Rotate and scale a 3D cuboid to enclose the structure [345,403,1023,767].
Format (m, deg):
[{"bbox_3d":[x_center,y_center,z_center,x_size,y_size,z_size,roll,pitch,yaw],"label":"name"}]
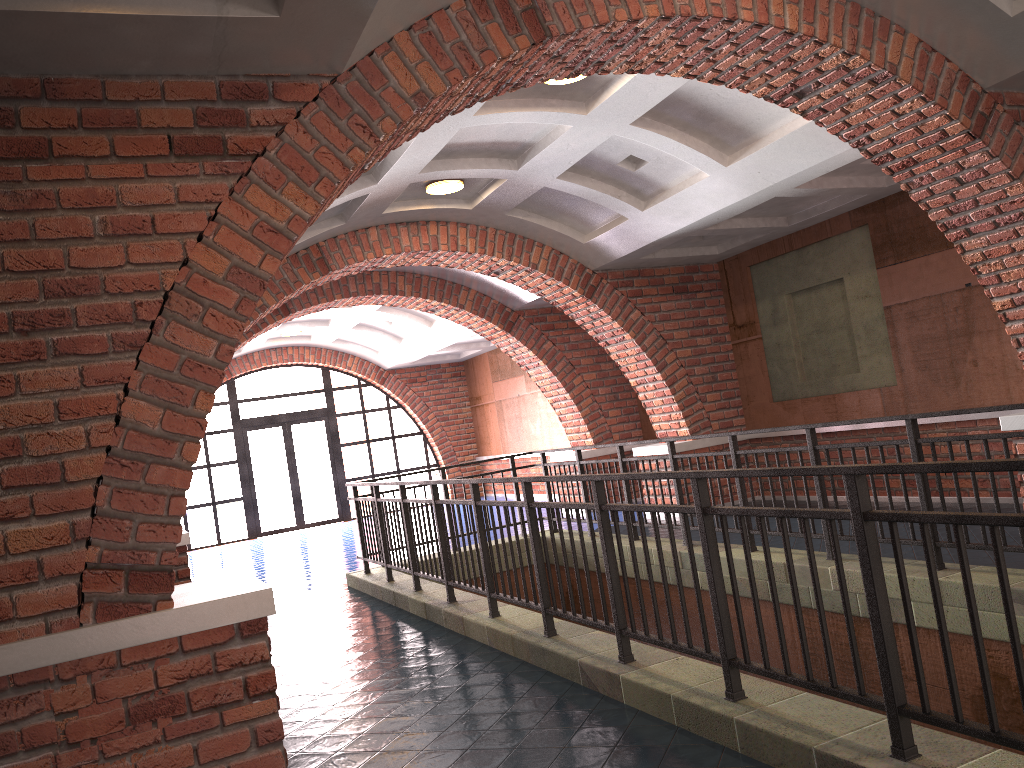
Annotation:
[{"bbox_3d":[1.804,3.119,4.795,2.464,5.665,11.175,-8,-3,-24],"label":"structure"}]

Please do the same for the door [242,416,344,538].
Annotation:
[{"bbox_3d":[-4.478,1.870,18.169,1.754,2.236,0.040,-8,-3,-24],"label":"door"}]

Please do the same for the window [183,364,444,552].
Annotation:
[{"bbox_3d":[-4.517,1.303,18.215,6.353,3.471,0.100,-8,-3,-24],"label":"window"}]
